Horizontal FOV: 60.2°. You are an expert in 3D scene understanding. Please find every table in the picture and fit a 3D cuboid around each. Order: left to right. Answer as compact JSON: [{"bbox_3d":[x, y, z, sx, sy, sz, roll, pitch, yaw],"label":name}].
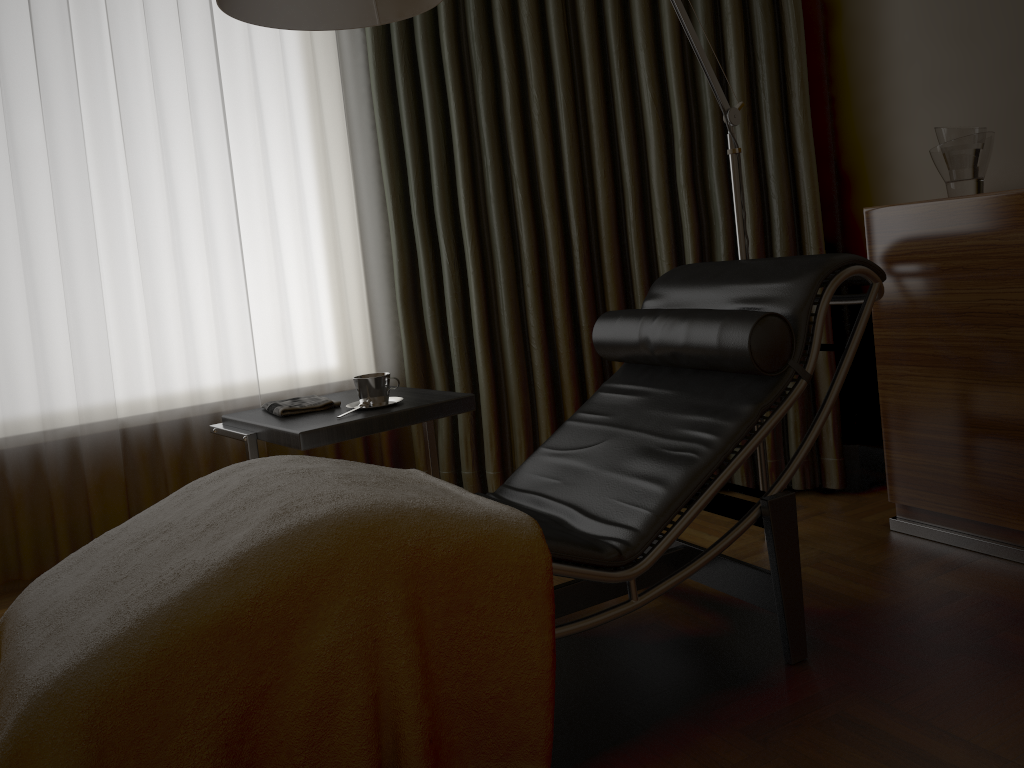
[{"bbox_3d":[-0.448,0.078,2.386,0.503,0.045,0.518,-12,10,-37],"label":"table"}]

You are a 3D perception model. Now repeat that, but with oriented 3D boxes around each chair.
[{"bbox_3d":[-0.016,0.212,1.803,1.798,0.793,0.636,-10,6,-29],"label":"chair"}]

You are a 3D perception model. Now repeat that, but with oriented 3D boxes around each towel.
[{"bbox_3d":[-0.573,0.057,2.405,0.179,0.035,0.241,-10,9,-24],"label":"towel"}]

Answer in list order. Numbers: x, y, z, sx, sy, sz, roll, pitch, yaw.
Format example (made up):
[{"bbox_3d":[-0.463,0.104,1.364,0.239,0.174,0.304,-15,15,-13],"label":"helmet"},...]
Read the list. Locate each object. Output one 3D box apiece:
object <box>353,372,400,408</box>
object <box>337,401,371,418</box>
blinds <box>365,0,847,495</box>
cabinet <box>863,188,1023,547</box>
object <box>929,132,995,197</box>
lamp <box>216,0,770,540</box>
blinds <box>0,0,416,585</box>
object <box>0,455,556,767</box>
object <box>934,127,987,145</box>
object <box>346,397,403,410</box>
[{"bbox_3d":[-0.356,0.016,2.310,0.111,0.078,0.098,-9,7,-27],"label":"object"},{"bbox_3d":[-0.399,0.063,2.216,0.029,0.019,0.125,-2,9,30],"label":"object"},{"bbox_3d":[0.233,-0.843,3.053,1.529,2.439,0.226,-5,3,16],"label":"blinds"},{"bbox_3d":[1.582,-0.024,1.785,0.418,0.856,1.678,-8,7,-28],"label":"cabinet"},{"bbox_3d":[1.177,-0.567,2.304,0.155,0.153,0.157,-4,6,18],"label":"object"},{"bbox_3d":[0.132,-0.374,1.979,1.421,1.956,0.452,-8,4,-25],"label":"lamp"},{"bbox_3d":[-1.415,-0.567,2.793,2.208,2.278,0.092,-9,4,-29],"label":"blinds"},{"bbox_3d":[-0.467,0.443,1.571,0.914,0.517,0.919,-10,8,-28],"label":"object"},{"bbox_3d":[1.173,-0.605,2.302,0.122,0.149,0.123,-1,7,43],"label":"object"},{"bbox_3d":[-0.358,0.052,2.309,0.150,0.009,0.150,-10,9,-23],"label":"object"}]
